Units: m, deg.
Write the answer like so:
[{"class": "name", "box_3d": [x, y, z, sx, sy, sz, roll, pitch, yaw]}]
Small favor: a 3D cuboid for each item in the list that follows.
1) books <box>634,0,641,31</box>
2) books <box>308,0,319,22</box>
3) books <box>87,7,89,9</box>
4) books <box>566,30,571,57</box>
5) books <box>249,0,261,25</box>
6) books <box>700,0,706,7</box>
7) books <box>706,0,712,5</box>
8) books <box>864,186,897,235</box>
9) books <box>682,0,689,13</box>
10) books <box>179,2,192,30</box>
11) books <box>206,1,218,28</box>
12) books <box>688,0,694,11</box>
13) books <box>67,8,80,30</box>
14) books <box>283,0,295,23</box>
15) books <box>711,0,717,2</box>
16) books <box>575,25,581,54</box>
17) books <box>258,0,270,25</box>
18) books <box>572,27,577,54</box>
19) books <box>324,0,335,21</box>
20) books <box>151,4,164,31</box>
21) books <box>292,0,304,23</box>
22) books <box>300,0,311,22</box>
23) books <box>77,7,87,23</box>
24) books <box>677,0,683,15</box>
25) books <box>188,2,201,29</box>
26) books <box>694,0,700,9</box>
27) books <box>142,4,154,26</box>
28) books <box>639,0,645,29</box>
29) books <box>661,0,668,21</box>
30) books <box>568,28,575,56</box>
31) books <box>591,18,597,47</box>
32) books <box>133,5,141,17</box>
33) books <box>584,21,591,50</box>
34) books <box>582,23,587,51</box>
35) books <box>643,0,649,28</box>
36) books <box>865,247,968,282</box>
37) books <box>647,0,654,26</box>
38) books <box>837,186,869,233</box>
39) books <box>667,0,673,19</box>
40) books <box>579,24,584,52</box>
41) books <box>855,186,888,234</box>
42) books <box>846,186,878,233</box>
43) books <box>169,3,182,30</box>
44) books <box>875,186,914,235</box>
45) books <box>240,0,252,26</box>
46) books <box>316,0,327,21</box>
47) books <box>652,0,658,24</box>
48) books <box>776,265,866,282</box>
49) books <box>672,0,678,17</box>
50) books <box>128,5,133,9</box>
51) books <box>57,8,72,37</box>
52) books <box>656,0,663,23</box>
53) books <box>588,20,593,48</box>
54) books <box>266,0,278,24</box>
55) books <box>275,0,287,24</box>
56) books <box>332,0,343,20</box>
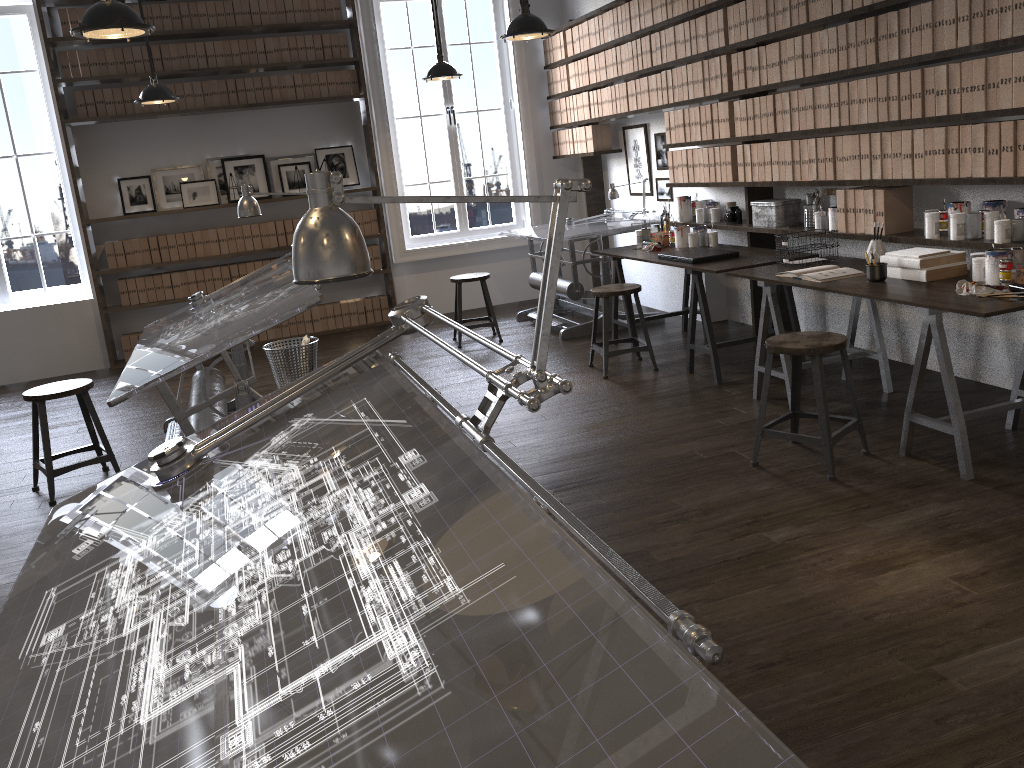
[{"class": "books", "box_3d": [0.981, -2.676, 6.413, 0.175, 0.223, 0.067, -10, 12, -17]}, {"class": "books", "box_3d": [-1.731, -3.233, 7.679, 0.067, 0.223, 0.176, -10, 13, -16]}, {"class": "books", "box_3d": [-3.378, -2.921, 7.181, 0.067, 0.223, 0.176, -10, 13, -16]}, {"class": "books", "box_3d": [0.566, -2.949, 7.665, 0.175, 0.223, 0.067, -10, 12, -17]}, {"class": "books", "box_3d": [-2.188, -3.146, 7.539, 0.067, 0.223, 0.176, -10, 13, -16]}, {"class": "books", "box_3d": [1.268, -2.493, 5.567, 0.175, 0.223, 0.067, -10, 12, -17]}, {"class": "books", "box_3d": [1.292, -2.479, 5.502, 0.175, 0.223, 0.067, -10, 12, -17]}, {"class": "books", "box_3d": [1.873, -0.877, 4.468, 0.175, 0.223, 0.067, -10, 12, -17]}, {"class": "books", "box_3d": [1.197, -2.535, 5.762, 0.175, 0.223, 0.067, -10, 12, -17]}, {"class": "books", "box_3d": [-2.719, -3.045, 7.377, 0.067, 0.223, 0.176, -10, 13, -16]}, {"class": "books", "box_3d": [-2.519, -3.084, 7.441, 0.067, 0.223, 0.176, -10, 13, -16]}, {"class": "books", "box_3d": [1.220, -2.520, 5.695, 0.175, 0.223, 0.067, -10, 12, -17]}, {"class": "books", "box_3d": [-3.510, -2.894, 7.133, 0.067, 0.223, 0.176, -10, 13, -16]}, {"class": "books", "box_3d": [-1.922, -3.197, 7.622, 0.067, 0.223, 0.176, -10, 13, -16]}, {"class": "books", "box_3d": [1.310, -2.464, 5.436, 0.175, 0.223, 0.067, -10, 12, -17]}, {"class": "books", "box_3d": [0.631, -2.904, 7.457, 0.175, 0.223, 0.067, -10, 12, -17]}, {"class": "books", "box_3d": [-2.121, -3.159, 7.563, 0.067, 0.223, 0.176, -10, 13, -16]}, {"class": "books", "box_3d": [0.613, -2.919, 7.525, 0.175, 0.223, 0.067, -10, 12, -17]}, {"class": "books", "box_3d": [-1.603, -3.259, 7.725, 0.067, 0.223, 0.176, -10, 13, -16]}, {"class": "books", "box_3d": [-2.925, -3.007, 7.319, 0.067, 0.223, 0.176, -10, 13, -16]}, {"class": "books", "box_3d": [-1.855, -3.210, 7.644, 0.067, 0.223, 0.176, -10, 13, -16]}, {"class": "books", "box_3d": [-1.796, -3.222, 7.664, 0.067, 0.223, 0.176, -10, 13, -16]}, {"class": "books", "box_3d": [-3.443, -2.908, 7.157, 0.067, 0.223, 0.176, -10, 13, -16]}, {"class": "books", "box_3d": [1.177, -2.550, 5.831, 0.175, 0.223, 0.067, -10, 12, -17]}, {"class": "books", "box_3d": [-2.650, -3.060, 7.404, 0.067, 0.223, 0.176, -10, 13, -16]}, {"class": "books", "box_3d": [1.244, -2.508, 5.637, 0.175, 0.223, 0.067, -10, 12, -17]}, {"class": "books", "box_3d": [-2.992, -2.995, 7.299, 0.067, 0.223, 0.176, -10, 13, -16]}, {"class": "books", "box_3d": [1.007, -2.663, 6.348, 0.175, 0.223, 0.067, -10, 12, -17]}, {"class": "books", "box_3d": [1.110, -2.593, 6.027, 0.175, 0.223, 0.067, -10, 12, -17]}, {"class": "books", "box_3d": [0.584, -2.933, 7.593, 0.175, 0.223, 0.067, -10, 12, -17]}, {"class": "books", "box_3d": [0.738, -2.835, 7.140, 0.175, 0.223, 0.067, -10, 12, -17]}, {"class": "books", "box_3d": [-3.053, -2.981, 7.274, 0.067, 0.223, 0.176, -10, 13, -16]}, {"class": "books", "box_3d": [0.695, -2.861, 7.261, 0.175, 0.223, 0.067, -10, 12, -17]}, {"class": "books", "box_3d": [0.679, -2.876, 7.325, 0.175, 0.223, 0.067, -10, 12, -17]}, {"class": "books", "box_3d": [1.029, -2.648, 6.281, 0.175, 0.223, 0.067, -10, 12, -17]}, {"class": "books", "box_3d": [1.759, -0.539, 3.910, 0.386, 0.146, 0.297, -11, 14, -17]}, {"class": "books", "box_3d": [1.045, -2.633, 6.216, 0.175, 0.223, 0.067, -10, 12, -17]}, {"class": "books", "box_3d": [1.806, -0.919, 4.663, 0.175, 0.223, 0.067, -10, 12, -17]}, {"class": "books", "box_3d": [1.135, -2.579, 5.963, 0.175, 0.223, 0.067, -10, 12, -17]}, {"class": "books", "box_3d": [0.657, -2.890, 7.392, 0.175, 0.223, 0.067, -10, 12, -17]}, {"class": "books", "box_3d": [1.855, -0.892, 4.535, 0.175, 0.223, 0.067, -10, 12, -17]}, {"class": "books", "box_3d": [1.832, -0.906, 4.602, 0.175, 0.223, 0.067, -10, 12, -17]}, {"class": "books", "box_3d": [-2.791, -3.033, 7.361, 0.067, 0.223, 0.176, -10, 13, -16]}, {"class": "books", "box_3d": [1.900, -0.863, 4.402, 0.175, 0.223, 0.067, -10, 12, -17]}, {"class": "books", "box_3d": [-2.256, -3.133, 7.518, 0.067, 0.223, 0.176, -10, 13, -16]}, {"class": "books", "box_3d": [-1.670, -3.246, 7.704, 0.067, 0.223, 0.176, -10, 13, -16]}, {"class": "books", "box_3d": [1.070, -2.621, 6.155, 0.175, 0.223, 0.067, -10, 12, -17]}, {"class": "books", "box_3d": [1.473, -0.534, 4.242, 0.257, 0.029, 0.357, -11, 15, -16]}, {"class": "books", "box_3d": [1.159, -2.565, 5.898, 0.175, 0.223, 0.067, -10, 12, -17]}, {"class": "books", "box_3d": [-3.118, -2.970, 7.259, 0.067, 0.223, 0.176, -10, 13, -16]}, {"class": "books", "box_3d": [-3.578, -2.881, 7.112, 0.067, 0.223, 0.176, -10, 13, -16]}, {"class": "books", "box_3d": [1.089, -2.608, 6.096, 0.175, 0.223, 0.067, -10, 12, -17]}, {"class": "books", "box_3d": [0.720, -2.848, 7.199, 0.175, 0.223, 0.067, -10, 12, -17]}, {"class": "books", "box_3d": [-2.056, -3.173, 7.587, 0.067, 0.223, 0.176, -10, 13, -16]}, {"class": "books", "box_3d": [-1.990, -3.185, 7.605, 0.067, 0.223, 0.176, -10, 13, -16]}, {"class": "books", "box_3d": [-1.535, -3.271, 7.741, 0.067, 0.223, 0.176, -10, 13, -16]}]
